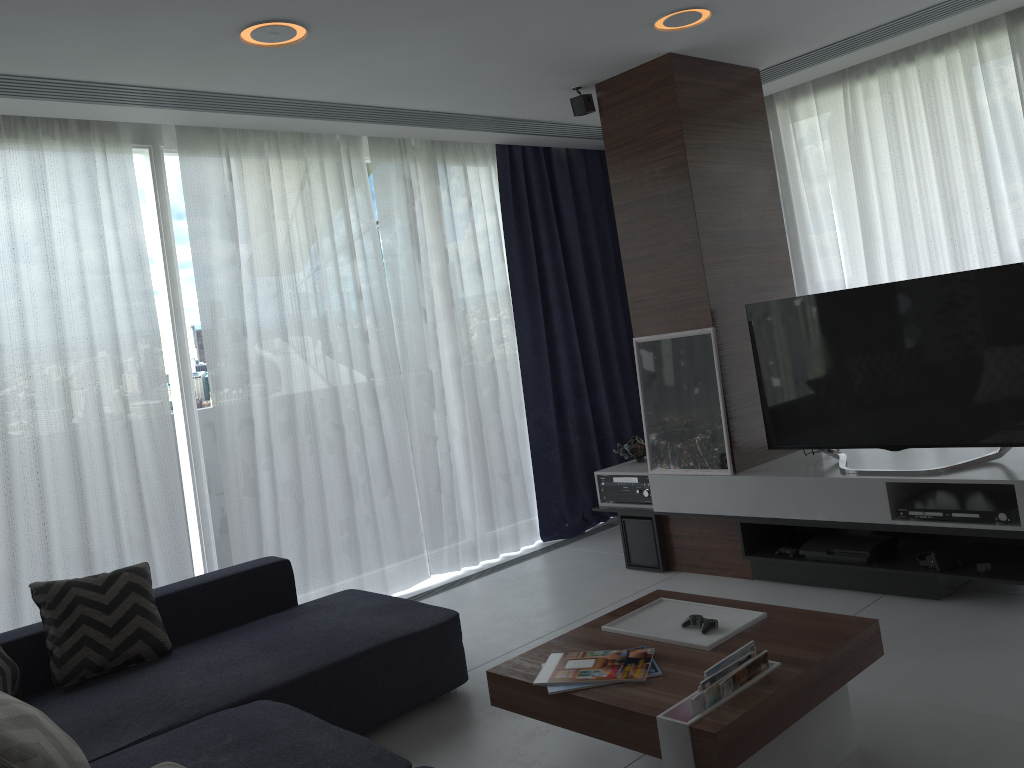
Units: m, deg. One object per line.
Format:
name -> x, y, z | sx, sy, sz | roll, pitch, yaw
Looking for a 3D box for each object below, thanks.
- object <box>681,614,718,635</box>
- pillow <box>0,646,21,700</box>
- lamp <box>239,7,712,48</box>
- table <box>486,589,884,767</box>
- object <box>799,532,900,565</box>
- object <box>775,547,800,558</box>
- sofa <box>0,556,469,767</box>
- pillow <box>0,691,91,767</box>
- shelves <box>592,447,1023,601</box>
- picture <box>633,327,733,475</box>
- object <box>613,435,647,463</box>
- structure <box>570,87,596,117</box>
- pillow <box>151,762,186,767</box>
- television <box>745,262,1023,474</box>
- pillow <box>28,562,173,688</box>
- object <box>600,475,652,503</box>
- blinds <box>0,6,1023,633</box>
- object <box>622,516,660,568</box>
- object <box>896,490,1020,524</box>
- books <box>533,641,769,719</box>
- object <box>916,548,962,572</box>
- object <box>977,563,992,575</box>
object -> 0.562, 0.711, 2.636 | 0.071, 0.036, 0.112 | -9, 2, -29
pillow -> -1.780, 0.932, 2.721 | 0.356, 0.519, 0.596 | -8, 0, -11
lamp -> 2.117, -1.586, 0.189 | 9.525, 0.084, 5.376 | -7, 3, 34
table -> 0.505, 0.913, 2.527 | 0.810, 0.353, 0.795 | -10, 2, -42
object -> 1.492, 0.718, 3.905 | 0.315, 0.067, 0.312 | -11, 3, -42
object -> 1.262, 0.763, 4.035 | 0.071, 0.036, 0.112 | -9, 2, -29
sofa -> -0.588, 0.952, 2.398 | 1.911, 0.609, 2.853 | -10, 3, -42
pillow -> -1.167, 0.853, 2.036 | 0.344, 0.389, 0.491 | -8, 0, -42
shelves -> 1.546, 0.604, 4.248 | 0.878, 0.500, 2.333 | -10, 3, -42
picture -> 0.833, 0.095, 4.362 | 0.053, 0.702, 0.496 | -6, -2, -42
object -> 0.728, 0.362, 4.996 | 0.310, 0.150, 0.137 | -8, 0, 5
structure -> 0.373, -1.494, 4.684 | 0.084, 0.143, 0.115 | -9, -1, 38
pillow -> -0.665, 0.830, 1.573 | 0.418, 0.352, 0.280 | -8, -1, 1
television -> 1.606, -0.036, 3.798 | 0.299, 0.788, 1.222 | -7, 0, -42
pillow -> -1.482, 0.855, 3.207 | 0.417, 0.345, 0.284 | -9, 0, -37
object -> 0.734, 0.543, 4.829 | 0.371, 0.150, 0.367 | -10, 2, -42
blinds -> 0.183, -0.249, 2.249 | 7.179, 2.778, 5.760 | -10, 2, -38
object -> 0.758, 0.811, 4.679 | 0.256, 0.252, 0.211 | -8, 0, -42
object -> 1.823, 0.490, 3.529 | 0.337, 0.053, 0.427 | -11, 3, -42
books -> 3.706, 0.437, 0.648 | 8.191, 0.374, 0.407 | -7, 1, 27
object -> 1.712, 0.697, 3.581 | 0.117, 0.079, 0.183 | -9, 2, -12
object -> 1.811, 0.707, 3.383 | 0.044, 0.043, 0.043 | -8, 0, -42
